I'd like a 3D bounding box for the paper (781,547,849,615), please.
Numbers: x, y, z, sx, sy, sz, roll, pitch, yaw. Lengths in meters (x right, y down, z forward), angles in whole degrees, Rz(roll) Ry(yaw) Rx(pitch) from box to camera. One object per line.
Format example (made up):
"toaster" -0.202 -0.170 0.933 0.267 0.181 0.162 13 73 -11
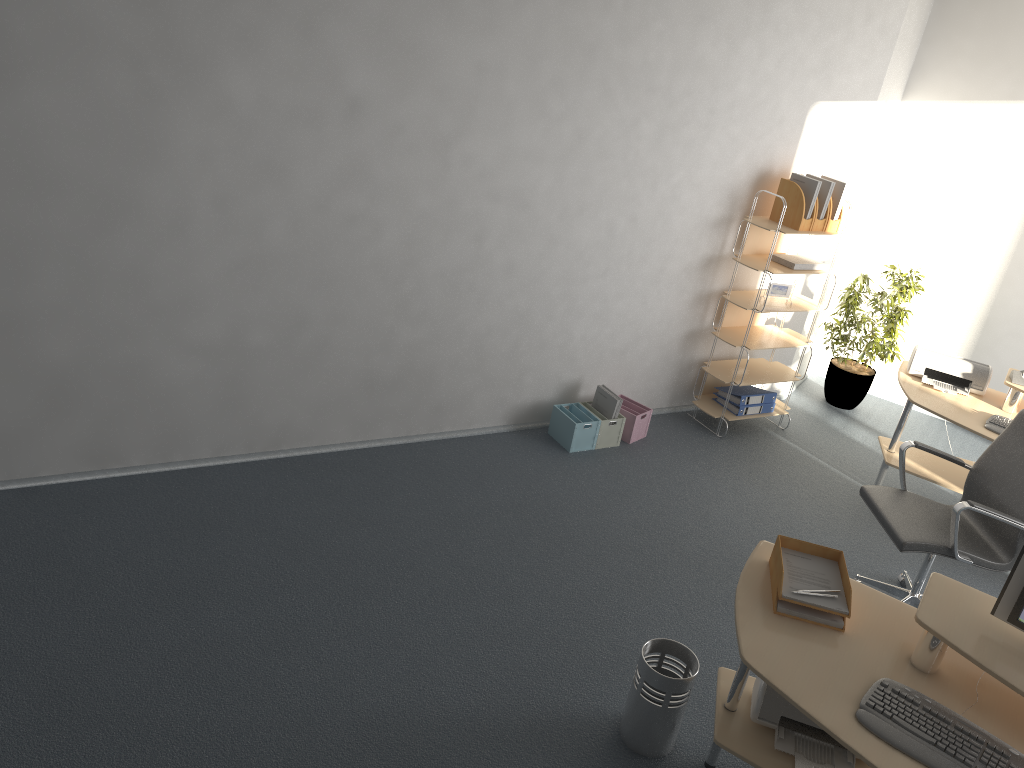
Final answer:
"paper" 0.997 0.650 2.960 0.210 0.010 0.297 14 24 7

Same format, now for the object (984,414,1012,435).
"object" 2.910 0.247 4.850 0.478 0.082 0.814 27 29 33

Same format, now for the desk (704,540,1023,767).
"desk" 1.277 0.909 2.549 1.469 1.566 0.967 23 27 26

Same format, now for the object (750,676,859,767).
"object" 1.033 1.140 2.969 0.438 0.162 0.351 16 24 12

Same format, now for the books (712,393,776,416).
"books" 1.552 0.114 5.939 0.320 0.072 0.262 -4 28 -30

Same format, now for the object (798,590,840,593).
"object" 0.997 0.674 2.885 0.159 0.009 0.008 4 25 -14

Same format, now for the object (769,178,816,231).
"object" 1.724 -1.090 5.382 0.113 0.259 0.243 -6 29 -32

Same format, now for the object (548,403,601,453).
"object" 0.372 0.263 5.315 0.185 0.202 0.245 -5 28 -31

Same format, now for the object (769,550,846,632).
"object" 0.991 0.685 2.977 0.225 0.060 0.309 14 24 7

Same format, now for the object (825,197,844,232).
"object" 1.939 -1.105 5.506 0.113 0.259 0.243 -3 27 -28

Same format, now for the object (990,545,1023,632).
"object" 1.724 0.649 2.527 0.245 0.418 0.516 -8 30 -35

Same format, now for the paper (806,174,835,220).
"paper" 1.849 -1.119 5.451 0.045 0.297 0.213 -4 28 -30

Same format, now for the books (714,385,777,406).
"books" 1.556 0.060 5.924 0.320 0.100 0.263 -4 28 -30

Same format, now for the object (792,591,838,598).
"object" 0.976 0.679 2.865 0.159 0.009 0.008 8 24 -7

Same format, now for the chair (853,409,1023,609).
"chair" 2.006 0.643 4.082 0.652 1.048 0.584 8 24 -5

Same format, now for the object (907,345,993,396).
"object" 2.549 -0.066 5.168 0.438 0.162 0.351 19 25 19

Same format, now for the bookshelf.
"bookshelf" 1.659 -0.440 5.709 0.724 1.572 0.381 -4 28 -30

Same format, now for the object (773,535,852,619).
"object" 1.001 0.634 2.955 0.225 0.060 0.309 14 24 7

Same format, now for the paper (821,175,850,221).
"paper" 1.960 -1.124 5.509 0.045 0.297 0.213 -3 27 -28

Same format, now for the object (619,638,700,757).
"object" 0.529 1.140 3.214 0.208 0.377 0.208 3 25 -16

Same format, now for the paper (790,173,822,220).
"paper" 1.744 -1.110 5.387 0.045 0.297 0.213 -6 29 -32

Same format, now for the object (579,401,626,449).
"object" 0.530 0.250 5.411 0.185 0.202 0.245 -5 28 -31

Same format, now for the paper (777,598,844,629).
"paper" 0.989 0.696 2.981 0.210 0.019 0.297 14 24 7

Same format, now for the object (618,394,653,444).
"object" 0.709 0.222 5.548 0.245 0.202 0.185 28 29 34

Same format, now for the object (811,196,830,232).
"object" 1.829 -1.099 5.447 0.113 0.259 0.243 -4 28 -30

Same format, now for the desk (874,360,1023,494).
"desk" 2.791 0.186 4.784 1.469 1.566 0.967 23 27 26

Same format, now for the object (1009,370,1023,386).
"object" 2.884 -0.073 4.944 0.150 0.151 0.119 17 25 14

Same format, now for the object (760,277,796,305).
"object" 1.692 -0.593 5.615 0.192 0.161 0.077 4 25 -14

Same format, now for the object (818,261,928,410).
"object" 2.582 -0.349 6.426 0.644 1.147 0.544 -4 28 -29

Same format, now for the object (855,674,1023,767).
"object" 1.374 0.952 2.645 0.478 0.082 0.814 27 29 33

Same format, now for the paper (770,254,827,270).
"paper" 1.809 -0.771 5.599 0.297 0.046 0.213 -5 28 -31

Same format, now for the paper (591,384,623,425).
"paper" 0.555 0.186 5.390 0.068 0.306 0.220 -5 28 -31
